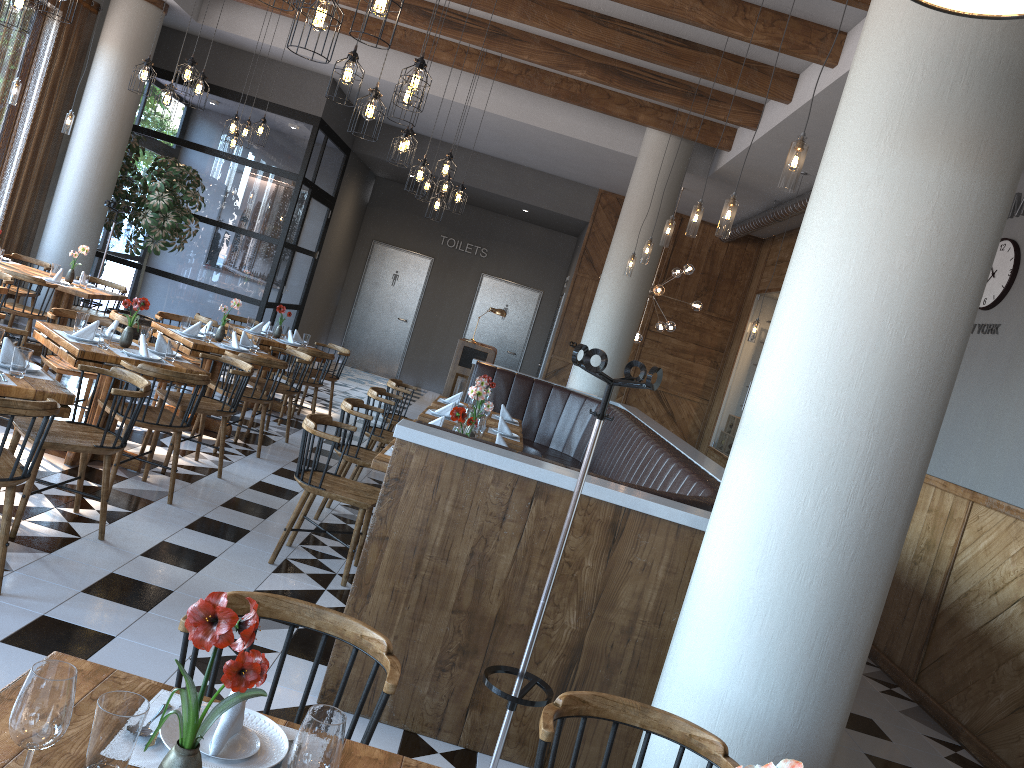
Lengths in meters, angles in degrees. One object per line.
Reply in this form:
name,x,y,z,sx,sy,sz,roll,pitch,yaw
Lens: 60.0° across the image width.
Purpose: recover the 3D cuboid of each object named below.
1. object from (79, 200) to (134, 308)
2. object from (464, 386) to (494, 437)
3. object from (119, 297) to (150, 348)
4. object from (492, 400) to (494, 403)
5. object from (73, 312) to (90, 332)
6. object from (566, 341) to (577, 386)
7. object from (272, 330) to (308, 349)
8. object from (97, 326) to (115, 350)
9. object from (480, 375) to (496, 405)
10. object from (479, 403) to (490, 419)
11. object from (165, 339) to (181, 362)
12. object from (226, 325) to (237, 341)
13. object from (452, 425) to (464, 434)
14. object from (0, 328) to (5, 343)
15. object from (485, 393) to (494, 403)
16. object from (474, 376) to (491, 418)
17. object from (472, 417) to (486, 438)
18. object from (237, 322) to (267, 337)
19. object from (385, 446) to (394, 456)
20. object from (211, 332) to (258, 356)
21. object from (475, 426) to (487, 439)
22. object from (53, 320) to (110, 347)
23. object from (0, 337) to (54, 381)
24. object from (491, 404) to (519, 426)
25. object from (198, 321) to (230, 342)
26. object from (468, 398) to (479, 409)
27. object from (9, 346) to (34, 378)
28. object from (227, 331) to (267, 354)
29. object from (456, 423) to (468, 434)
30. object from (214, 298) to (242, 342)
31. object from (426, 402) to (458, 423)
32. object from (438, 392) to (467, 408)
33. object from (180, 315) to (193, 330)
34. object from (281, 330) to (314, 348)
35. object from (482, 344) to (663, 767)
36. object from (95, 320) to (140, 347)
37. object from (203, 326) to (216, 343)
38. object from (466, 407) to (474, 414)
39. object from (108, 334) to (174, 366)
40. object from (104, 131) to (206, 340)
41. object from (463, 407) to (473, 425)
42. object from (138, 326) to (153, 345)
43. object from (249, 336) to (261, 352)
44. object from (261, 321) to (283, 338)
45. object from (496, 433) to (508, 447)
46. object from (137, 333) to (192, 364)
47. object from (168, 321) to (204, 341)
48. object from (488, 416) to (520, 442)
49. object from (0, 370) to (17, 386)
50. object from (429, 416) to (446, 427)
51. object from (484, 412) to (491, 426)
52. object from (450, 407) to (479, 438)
object,-4.785,-1.300,10.294,0.376,1.656,0.373,18,2,22
object,-0.253,0.222,6.178,0.207,0.400,0.146,17,2,2
object,-2.482,-0.406,5.780,0.155,0.355,0.172,16,2,-35
object,-0.231,0.210,8.502,0.080,0.132,0.080,17,2,-1
object,-2.831,-0.398,5.815,0.080,0.132,0.080,17,2,4
object,0.807,0.173,13.659,0.376,1.656,0.373,18,2,22
object,-2.338,-0.495,9.377,0.350,0.137,0.274,13,5,-45
object,-2.528,-0.285,5.509,0.080,0.132,0.080,17,2,14
object,-0.263,0.092,8.376,0.156,0.355,0.171,17,2,-7
object,-0.233,0.263,7.081,0.082,0.215,0.081,18,2,30
object,-2.238,-0.219,5.831,0.080,0.132,0.080,17,2,4
object,-2.532,-0.456,7.984,0.080,0.132,0.080,17,2,14
object,-0.342,0.356,5.243,0.081,0.215,0.081,17,2,8
object,-2.542,-0.208,4.334,0.079,0.132,0.080,15,3,-36
object,-0.230,0.188,8.184,0.082,0.215,0.081,18,2,30
object,-0.276,0.140,7.275,0.146,0.399,0.206,17,2,7
object,-0.236,0.338,5.980,0.081,0.215,0.082,16,2,-37
object,-2.701,-0.605,9.372,0.270,0.137,0.354,14,5,-45
object,-0.554,0.347,5.038,0.272,0.137,0.352,17,3,-1
object,-2.340,-0.366,7.494,0.350,0.137,0.274,13,5,-45
object,-0.237,0.359,6.297,0.080,0.132,0.080,17,2,-1
object,-2.704,-0.349,5.626,0.270,0.137,0.354,14,5,-45
object,-2.536,-0.199,4.184,0.579,0.137,0.581,13,5,-46
object,-0.042,0.274,8.361,0.272,0.137,0.352,17,3,-1
object,-2.707,-0.504,7.867,0.350,0.137,0.274,13,5,-45
object,-0.337,0.207,7.439,0.081,0.215,0.081,17,2,-9
object,-2.243,-0.097,4.040,0.079,0.132,0.080,15,3,-36
object,-2.345,-0.394,7.872,0.270,0.137,0.354,14,5,-45
object,-0.358,0.340,6.035,0.080,0.132,0.080,17,2,4
object,-2.467,-0.554,7.667,0.146,0.399,0.206,17,2,11
object,-0.548,0.195,7.269,0.272,0.137,0.352,17,3,-1
object,-0.545,0.121,8.367,0.272,0.137,0.352,17,3,-1
object,-2.826,-0.524,7.674,0.080,0.132,0.080,17,2,14
object,-2.343,-0.522,9.755,0.270,0.137,0.354,14,5,-45
object,0.129,0.693,3.065,0.373,1.656,0.376,16,2,-23
object,-2.710,-0.377,6.004,0.350,0.137,0.274,13,5,-45
object,-2.523,-0.411,7.368,0.080,0.132,0.080,17,2,14
object,-0.355,0.264,7.163,0.080,0.132,0.080,16,2,-16
object,-2.342,-0.239,5.631,0.350,0.137,0.274,13,5,-45
object,-4.800,-1.846,11.060,1.629,2.589,1.386,16,2,-17
object,-0.339,0.280,6.366,0.081,0.215,0.082,16,2,-37
object,-2.537,-0.330,6.125,0.080,0.132,0.080,17,2,4
object,-2.233,-0.345,7.689,0.080,0.132,0.080,17,2,14
object,-2.706,-0.633,9.750,0.350,0.137,0.274,13,5,-45
object,-0.048,0.424,6.154,0.272,0.137,0.352,17,3,-1
object,-2.347,-0.267,6.009,0.270,0.137,0.354,14,5,-45
object,-2.702,-0.476,7.489,0.270,0.137,0.354,14,5,-45
object,-0.045,0.349,7.263,0.272,0.137,0.352,17,3,-1
object,-2.350,-0.118,3.838,0.350,0.137,0.274,13,5,-45
object,-0.551,0.270,6.161,0.272,0.137,0.352,17,3,-1
object,-0.234,0.285,7.398,0.080,0.132,0.080,17,2,-1
object,-0.308,0.306,5.059,0.171,0.355,0.156,17,2,2
